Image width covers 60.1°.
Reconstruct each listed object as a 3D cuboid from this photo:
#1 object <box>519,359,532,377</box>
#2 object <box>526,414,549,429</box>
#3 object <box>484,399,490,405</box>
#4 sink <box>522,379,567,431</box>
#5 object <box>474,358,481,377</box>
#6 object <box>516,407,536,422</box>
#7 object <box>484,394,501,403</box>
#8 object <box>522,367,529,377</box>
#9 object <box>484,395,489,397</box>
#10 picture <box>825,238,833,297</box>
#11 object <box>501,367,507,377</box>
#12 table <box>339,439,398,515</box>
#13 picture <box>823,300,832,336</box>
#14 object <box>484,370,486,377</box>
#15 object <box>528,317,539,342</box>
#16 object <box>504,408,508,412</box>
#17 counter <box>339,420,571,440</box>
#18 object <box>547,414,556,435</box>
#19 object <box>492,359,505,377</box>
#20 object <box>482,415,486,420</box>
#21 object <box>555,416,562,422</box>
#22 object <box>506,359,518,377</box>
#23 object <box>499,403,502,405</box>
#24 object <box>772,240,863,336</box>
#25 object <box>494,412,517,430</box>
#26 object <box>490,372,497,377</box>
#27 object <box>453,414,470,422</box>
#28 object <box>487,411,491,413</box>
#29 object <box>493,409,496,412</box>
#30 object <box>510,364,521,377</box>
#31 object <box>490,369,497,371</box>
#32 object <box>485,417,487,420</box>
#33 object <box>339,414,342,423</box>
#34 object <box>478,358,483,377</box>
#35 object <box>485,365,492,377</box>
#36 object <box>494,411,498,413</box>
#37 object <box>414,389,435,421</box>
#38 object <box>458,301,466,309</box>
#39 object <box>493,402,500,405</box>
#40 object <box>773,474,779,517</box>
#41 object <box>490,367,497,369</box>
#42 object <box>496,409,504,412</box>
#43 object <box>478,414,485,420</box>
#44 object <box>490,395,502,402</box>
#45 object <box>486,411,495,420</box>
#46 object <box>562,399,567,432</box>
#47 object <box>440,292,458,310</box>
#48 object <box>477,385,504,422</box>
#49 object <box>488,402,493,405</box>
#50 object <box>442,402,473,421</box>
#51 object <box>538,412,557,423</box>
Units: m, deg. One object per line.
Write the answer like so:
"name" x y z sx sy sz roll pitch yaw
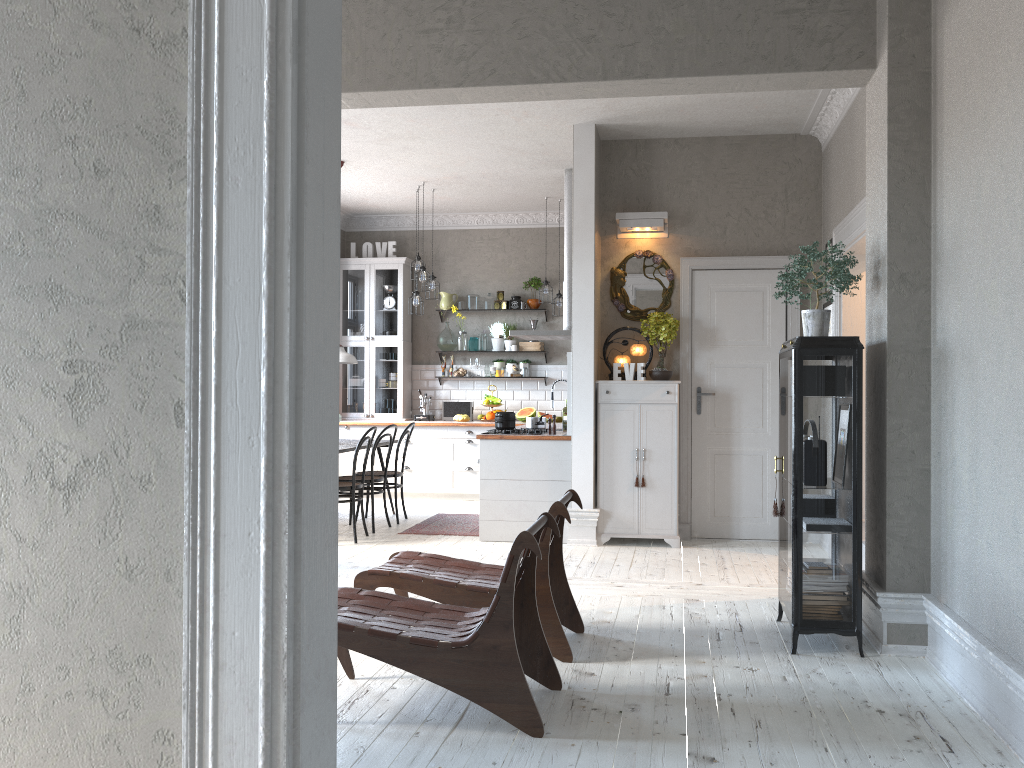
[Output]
"object" 0.159 -0.186 10.427 0.158 0.213 0.153 0 0 7
"object" 0.251 0.314 7.503 0.297 0.134 0.178 0 -1 44
"object" -0.289 0.209 10.168 0.058 0.069 0.080 0 -1 29
"sink" 0.305 0.309 8.064 0.525 0.720 0.489 0 0 9
"object" -0.401 -0.194 10.374 0.082 0.217 0.081 0 0 -5
"object" 0.156 0.348 9.999 0.231 0.174 0.221 0 -1 31
"object" -0.220 0.167 10.202 0.208 0.101 0.068 0 -1 15
"object" 0.155 -0.138 10.311 0.077 0.108 0.078 0 0 3
"object" -0.284 0.145 10.217 0.073 0.058 0.050 0 -1 -14
"picture" 2.429 -0.886 6.783 0.012 0.416 0.284 0 0 11
"object" -0.095 -0.139 10.374 0.077 0.108 0.078 0 0 3
"table" -1.718 0.897 7.767 0.899 0.735 1.932 0 0 10
"picture" 2.427 -0.471 6.783 0.014 0.331 0.492 0 0 11
"object" -0.294 -0.127 10.468 0.076 0.083 0.079 0 -1 27
"object" 0.256 -0.631 10.368 0.131 0.287 0.130 0 0 -6
"object" -0.104 0.329 10.226 0.060 0.120 0.128 0 -1 33
"counter" -0.765 0.436 8.881 3.141 0.039 3.412 0 0 10
"object" 0.324 0.326 7.176 0.072 0.167 0.036 0 0 9
"object" -0.160 -0.193 10.456 0.158 0.217 0.154 0 0 -11
"object" -0.304 0.387 10.222 0.083 0.057 0.090 0 -1 41
"object" 0.529 0.401 10.071 0.204 0.073 0.118 1 -1 -28
"object" -0.005 -0.188 10.443 0.170 0.214 0.150 0 -1 39
"object" -0.139 0.232 10.226 0.051 0.050 0.050 0 -1 19
"object" 1.505 -0.471 4.359 0.408 0.506 0.404 0 -1 25
"object" -0.056 0.303 7.315 0.192 0.147 0.191 0 0 -11
"object" -0.219 -0.111 10.336 0.077 0.051 0.077 0 0 2
"object" -0.574 0.388 10.109 0.195 0.083 0.190 0 0 10
"object" -0.228 0.351 10.302 0.077 0.076 0.157 0 -1 36
"object" -0.199 0.340 10.290 0.085 0.093 0.087 0 0 5
"object" 0.051 -0.155 10.345 0.120 0.147 0.099 1 -1 -23
"object" -0.219 -0.146 10.336 0.076 0.051 0.078 0 -1 28
"object" -0.286 0.397 10.235 0.070 0.076 0.228 0 0 -7
"object" -1.592 0.322 7.471 0.310 0.414 0.253 0 0 8
"object" -0.387 -0.193 10.463 0.082 0.217 0.081 0 0 -5
"object" -0.278 -0.155 10.389 0.080 0.139 0.078 0 -1 -18
"object" -0.188 0.350 10.173 0.087 0.078 0.089 0 -1 36
"object" -1.030 0.245 10.295 0.204 0.370 0.355 0 0 10
"object" -0.592 -0.921 10.495 0.102 0.111 0.104 0 0 9
"object" -0.185 0.234 10.202 0.076 0.062 0.099 0 -1 -17
"object" 1.378 0.581 4.634 0.041 0.234 0.044 1 -1 -34
"object" -0.219 -0.171 10.337 0.077 0.051 0.077 0 0 -5
"object" -0.130 0.323 10.238 0.127 0.056 0.059 0 0 1
"object" -0.336 0.384 10.264 0.075 0.072 0.155 0 -1 39
"object" -0.179 0.178 10.266 0.177 0.096 0.090 0 -1 29
"object" -0.241 0.360 10.104 0.114 0.110 0.110 1 -1 -23
"object" 0.484 0.276 7.693 0.089 0.282 0.082 0 0 10
"object" -0.760 -0.975 10.462 0.188 0.216 0.176 0 -1 23
"object" -0.229 0.223 10.230 0.353 0.425 0.350 0 0 -6
"object" -0.246 0.232 10.177 0.063 0.061 0.067 0 0 9
"object" -0.632 0.319 10.324 0.349 0.226 0.088 0 0 8
"object" 0.401 0.373 9.912 0.225 0.127 0.147 0 0 -8
